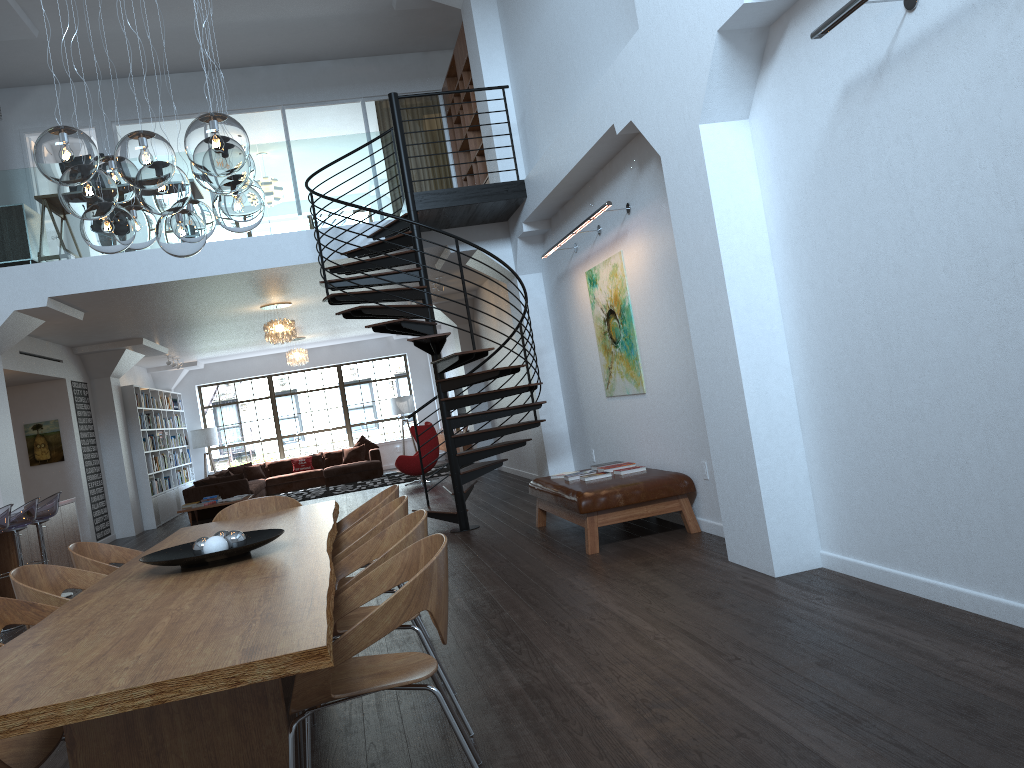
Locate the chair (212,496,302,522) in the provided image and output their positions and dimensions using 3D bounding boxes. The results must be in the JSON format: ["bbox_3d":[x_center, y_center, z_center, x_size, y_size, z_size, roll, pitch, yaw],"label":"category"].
[{"bbox_3d":[-1.567,1.155,5.645,0.629,0.833,0.618,-9,-1,-16],"label":"chair"}]

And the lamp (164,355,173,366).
[{"bbox_3d":[-6.379,-0.440,16.472,0.111,0.211,0.120,-10,-1,23],"label":"lamp"}]

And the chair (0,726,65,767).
[{"bbox_3d":[-1.586,1.125,2.520,0.618,0.833,0.629,-9,-1,-11],"label":"chair"}]

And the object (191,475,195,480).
[{"bbox_3d":[-6.940,2.025,18.840,0.331,0.088,0.410,-9,-1,-11],"label":"object"}]

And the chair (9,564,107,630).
[{"bbox_3d":[-1.877,1.190,4.022,0.618,0.833,0.629,-9,-1,-11],"label":"chair"}]

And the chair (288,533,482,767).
[{"bbox_3d":[-0.421,0.934,2.747,0.618,0.833,0.629,-9,-1,-11],"label":"chair"}]

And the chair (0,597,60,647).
[{"bbox_3d":[-1.732,1.157,3.273,0.618,0.833,0.629,-9,-1,-11],"label":"chair"}]

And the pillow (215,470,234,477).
[{"bbox_3d":[-5.410,1.833,16.921,0.325,0.391,0.625,-9,-1,5],"label":"pillow"}]

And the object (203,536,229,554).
[{"bbox_3d":[-1.228,0.680,3.678,0.100,0.100,0.100,-10,-1,34],"label":"object"}]

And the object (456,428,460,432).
[{"bbox_3d":[-1.139,0.954,18.666,0.089,0.110,0.089,-10,-1,34],"label":"object"}]

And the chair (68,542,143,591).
[{"bbox_3d":[-2.008,1.220,4.791,0.618,0.833,0.629,-9,-1,-13],"label":"chair"}]

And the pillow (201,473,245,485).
[{"bbox_3d":[-4.945,1.758,15.287,0.750,0.364,0.289,-9,-1,-12],"label":"pillow"}]

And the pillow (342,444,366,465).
[{"bbox_3d":[-3.377,1.499,18.903,0.542,0.362,0.248,-10,-1,10],"label":"pillow"}]

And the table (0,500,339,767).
[{"bbox_3d":[-1.192,1.115,3.756,1.012,0.750,3.803,-9,-1,-11],"label":"table"}]

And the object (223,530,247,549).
[{"bbox_3d":[-1.178,0.671,3.765,0.100,0.100,0.100,-10,-1,34],"label":"object"}]

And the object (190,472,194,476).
[{"bbox_3d":[-6.954,1.938,18.841,0.331,0.088,0.410,-9,-1,-11],"label":"object"}]

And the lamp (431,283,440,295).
[{"bbox_3d":[-1.092,-1.358,12.767,0.111,0.211,0.120,-10,-1,38],"label":"lamp"}]

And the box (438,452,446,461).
[{"bbox_3d":[-1.651,1.663,20.254,0.228,0.165,0.368,-9,-1,-11],"label":"box"}]

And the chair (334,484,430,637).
[{"bbox_3d":[-0.861,1.030,5.014,0.617,0.830,0.629,-9,-1,-11],"label":"chair"}]

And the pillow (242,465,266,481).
[{"bbox_3d":[-5.396,1.849,18.475,0.489,0.337,0.238,-9,-1,-42],"label":"pillow"}]

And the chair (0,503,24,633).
[{"bbox_3d":[-4.339,1.540,7.372,0.481,1.014,0.530,-9,-1,-13],"label":"chair"}]

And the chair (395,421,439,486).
[{"bbox_3d":[-1.618,1.178,15.162,0.801,1.006,0.798,-10,-1,14],"label":"chair"}]

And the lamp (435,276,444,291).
[{"bbox_3d":[-0.994,-1.380,12.258,0.120,0.211,0.111,-9,-1,-37],"label":"lamp"}]

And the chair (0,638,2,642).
[{"bbox_3d":[-4.192,1.509,6.757,0.481,1.014,0.530,-9,-1,-9],"label":"chair"}]

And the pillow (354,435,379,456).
[{"bbox_3d":[-3.223,1.392,19.106,0.651,0.587,0.335,-9,-1,-32],"label":"pillow"}]

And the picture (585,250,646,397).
[{"bbox_3d":[0.902,-0.493,7.879,0.010,1.200,1.095,-9,-1,-11],"label":"picture"}]

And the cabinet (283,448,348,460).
[{"bbox_3d":[-4.288,1.863,19.746,1.520,0.625,0.350,-9,-1,-11],"label":"cabinet"}]

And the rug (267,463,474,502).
[{"bbox_3d":[-2.750,1.891,16.973,4.200,0.007,3.100,-9,-1,-10],"label":"rug"}]

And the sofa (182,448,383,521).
[{"bbox_3d":[-4.213,1.803,17.213,3.481,0.664,4.197,-9,-1,-11],"label":"sofa"}]

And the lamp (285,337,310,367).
[{"bbox_3d":[-4.211,-0.617,17.338,0.441,0.539,0.442,-10,-1,31],"label":"lamp"}]

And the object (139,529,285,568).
[{"bbox_3d":[-1.261,0.713,3.765,0.592,0.066,0.592,-10,-1,37],"label":"object"}]

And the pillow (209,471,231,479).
[{"bbox_3d":[-5.039,1.734,15.541,0.559,0.411,0.269,-10,-1,35],"label":"pillow"}]

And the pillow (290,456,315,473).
[{"bbox_3d":[-4.442,1.711,18.810,0.465,0.308,0.220,-9,-1,-15],"label":"pillow"}]

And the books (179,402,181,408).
[{"bbox_3d":[-7.161,0.487,18.970,0.136,0.196,0.045,-9,-1,-11],"label":"books"}]

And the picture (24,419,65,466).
[{"bbox_3d":[-6.654,0.837,12.613,0.450,0.600,0.030,-9,-1,-11],"label":"picture"}]

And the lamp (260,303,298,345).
[{"bbox_3d":[-3.249,-0.830,12.374,0.441,0.539,0.442,-10,-1,31],"label":"lamp"}]

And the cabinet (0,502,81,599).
[{"bbox_3d":[-5.274,1.811,8.519,0.898,0.796,4.493,-9,-1,-11],"label":"cabinet"}]

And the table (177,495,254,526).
[{"bbox_3d":[-4.809,2.073,14.500,1.100,0.271,0.853,-9,-1,-11],"label":"table"}]

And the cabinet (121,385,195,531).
[{"bbox_3d":[-6.732,1.331,16.854,0.461,2.414,4.500,-9,-1,-11],"label":"cabinet"}]

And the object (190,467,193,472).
[{"bbox_3d":[-6.976,1.853,18.841,0.316,0.088,0.410,-9,-1,-11],"label":"object"}]

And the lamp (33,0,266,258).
[{"bbox_3d":[-1.724,-1.683,4.096,0.849,2.140,1.787,-9,-1,-12],"label":"lamp"}]

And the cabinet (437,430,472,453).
[{"bbox_3d":[-1.080,1.170,17.956,0.459,0.350,4.501,-9,-1,-11],"label":"cabinet"}]

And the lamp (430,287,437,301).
[{"bbox_3d":[-1.188,-1.337,13.263,0.111,0.211,0.120,-10,-1,23],"label":"lamp"}]

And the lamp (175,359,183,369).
[{"bbox_3d":[-6.572,-0.397,17.477,0.120,0.211,0.111,-9,-1,-37],"label":"lamp"}]

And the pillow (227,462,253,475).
[{"bbox_3d":[-5.602,1.866,18.533,0.580,0.418,0.334,-9,-1,-38],"label":"pillow"}]

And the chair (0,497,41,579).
[{"bbox_3d":[-4.444,1.564,8.000,0.481,1.014,0.530,-9,-1,-13],"label":"chair"}]

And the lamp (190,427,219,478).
[{"bbox_3d":[-6.569,1.753,19.242,0.545,1.579,0.545,-9,-1,-22],"label":"lamp"}]

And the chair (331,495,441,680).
[{"bbox_3d":[-0.721,1.000,4.260,0.618,0.833,0.629,-9,-1,-10],"label":"chair"}]

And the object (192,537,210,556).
[{"bbox_3d":[-1.299,0.696,3.751,0.100,0.100,0.100,-10,-1,34],"label":"object"}]

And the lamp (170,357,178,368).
[{"bbox_3d":[-6.474,-0.419,16.968,0.111,0.211,0.120,-10,-1,38],"label":"lamp"}]

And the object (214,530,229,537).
[{"bbox_3d":[-1.249,0.683,3.837,0.100,0.100,0.100,-10,-1,34],"label":"object"}]

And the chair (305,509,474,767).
[{"bbox_3d":[-0.557,0.965,3.515,0.618,0.833,0.629,-9,-1,-11],"label":"chair"}]

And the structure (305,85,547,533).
[{"bbox_3d":[-0.821,-0.719,8.740,1.998,4.352,1.998,-10,-1,40],"label":"structure"}]

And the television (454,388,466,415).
[{"bbox_3d":[-1.058,0.275,17.932,0.013,0.816,1.324,-9,-1,-11],"label":"television"}]

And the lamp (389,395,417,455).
[{"bbox_3d":[-2.375,1.064,19.978,0.545,1.579,0.545,-9,-1,0],"label":"lamp"}]

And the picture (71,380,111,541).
[{"bbox_3d":[-6.314,1.138,13.329,0.021,2.380,0.800,-9,-1,-11],"label":"picture"}]

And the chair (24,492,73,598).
[{"bbox_3d":[-4.564,1.590,8.618,0.481,1.014,0.530,-9,-1,-9],"label":"chair"}]
